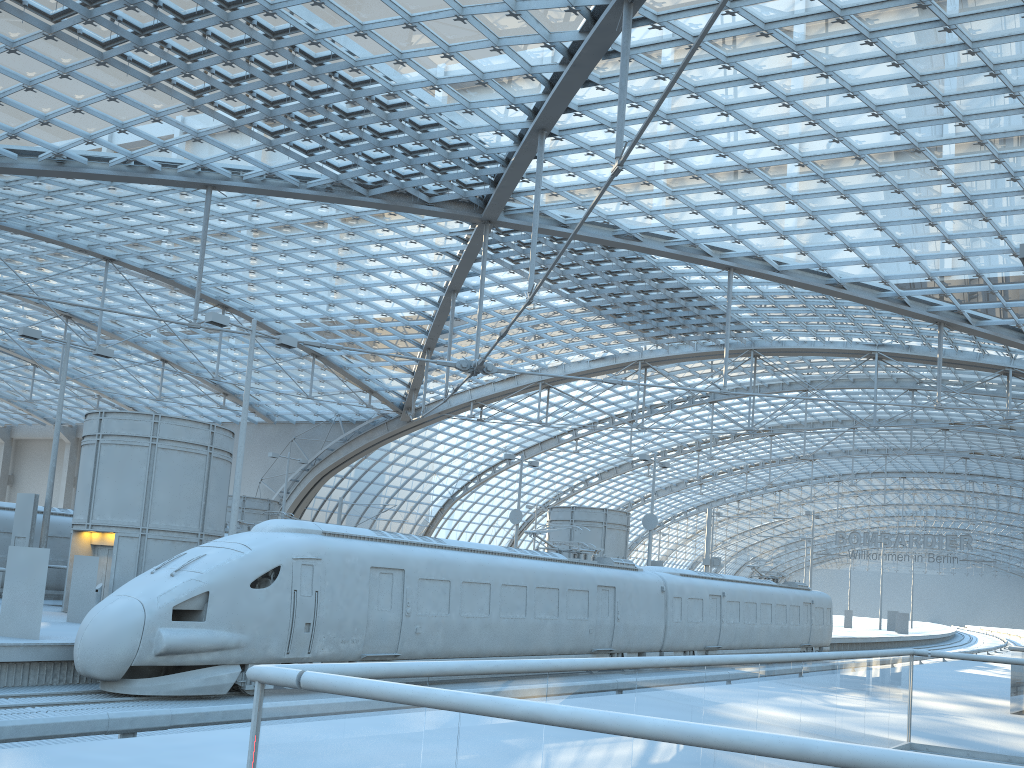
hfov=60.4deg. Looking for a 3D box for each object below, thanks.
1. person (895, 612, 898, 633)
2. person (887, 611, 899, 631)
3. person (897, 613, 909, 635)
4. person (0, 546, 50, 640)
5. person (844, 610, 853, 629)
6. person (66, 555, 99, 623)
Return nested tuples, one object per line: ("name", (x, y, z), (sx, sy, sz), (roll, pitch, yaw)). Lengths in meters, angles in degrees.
("person", (32.229, 19.791, 72.736), (0.876, 1.685, 0.001), (-1, -8, 37))
("person", (33.337, 20.816, 77.153), (0.900, 1.777, 0.001), (0, -7, 32))
("person", (30.876, 18.930, 69.339), (0.828, 1.711, 0.001), (-1, -8, 37))
("person", (-8.947, 3.844, 16.120), (0.874, 1.685, 0.001), (3, -6, 11))
("person", (29.104, 20.358, 76.028), (0.712, 1.593, 0.001), (-2, -8, 42))
("person", (-10.014, 4.815, 20.516), (0.709, 1.593, 0.001), (2, -6, 16))
